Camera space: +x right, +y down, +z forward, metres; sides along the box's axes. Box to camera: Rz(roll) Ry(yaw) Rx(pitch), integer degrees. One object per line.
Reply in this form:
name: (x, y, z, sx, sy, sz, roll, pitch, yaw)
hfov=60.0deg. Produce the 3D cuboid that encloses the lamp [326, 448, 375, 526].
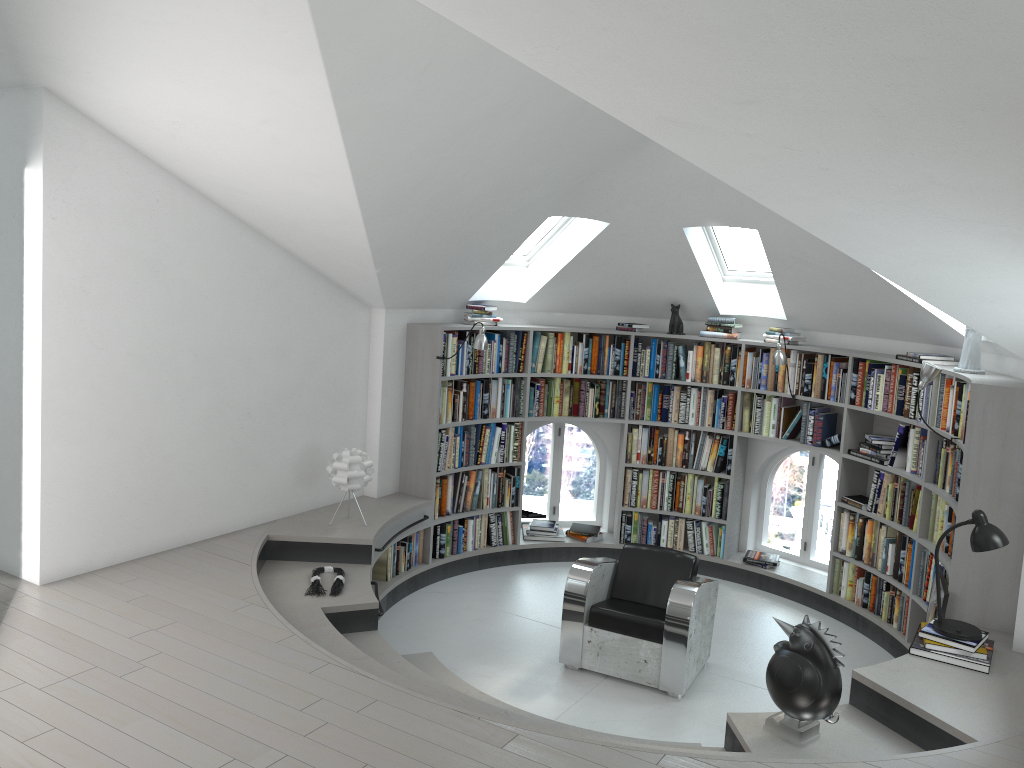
lamp: (-1.132, 0.714, 6.185, 0.306, 0.523, 0.306, 6, 7, 20)

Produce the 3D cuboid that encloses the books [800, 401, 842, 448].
books: (2.520, 0.332, 7.013, 0.224, 0.340, 0.400, -1, 8, -39)

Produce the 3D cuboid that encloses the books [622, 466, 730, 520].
books: (1.481, 0.936, 7.801, 1.032, 0.356, 0.293, 6, 7, 16)

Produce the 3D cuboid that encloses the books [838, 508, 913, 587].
books: (2.756, 1.176, 6.506, 0.272, 0.349, 0.875, 2, 7, -17)

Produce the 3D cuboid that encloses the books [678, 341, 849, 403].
books: (2.115, -0.132, 7.361, 1.569, 0.366, 0.394, 9, 9, 36)

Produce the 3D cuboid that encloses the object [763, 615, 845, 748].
object: (1.302, 1.307, 3.958, 0.320, 0.561, 0.321, 4, 6, 4)

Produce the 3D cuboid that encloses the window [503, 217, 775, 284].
window: (1.610, -1.128, 6.689, 4.062, 0.711, 1.935, 8, 8, 31)

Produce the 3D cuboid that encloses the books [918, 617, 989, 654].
books: (2.293, 1.301, 4.603, 0.270, 0.031, 0.286, 10, 10, 41)

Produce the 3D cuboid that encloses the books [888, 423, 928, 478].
books: (2.894, 0.460, 6.165, 0.255, 0.349, 0.555, 2, 7, -12)

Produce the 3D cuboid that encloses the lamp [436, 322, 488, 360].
lamp: (-0.369, -0.330, 6.785, 0.414, 0.311, 0.117, 7, 7, 28)

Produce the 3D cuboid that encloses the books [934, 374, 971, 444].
books: (2.842, 0.169, 5.392, 0.293, 0.361, 1.016, 5, 7, 13)

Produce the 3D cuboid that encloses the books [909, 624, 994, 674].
books: (2.289, 1.369, 4.610, 0.366, 0.042, 0.388, 8, 9, 31)

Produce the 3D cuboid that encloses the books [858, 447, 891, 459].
books: (2.795, 0.513, 6.633, 0.269, 0.031, 0.287, 0, 8, -24)

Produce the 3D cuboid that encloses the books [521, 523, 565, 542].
books: (0.276, 1.334, 7.974, 0.365, 0.042, 0.389, 3, 7, -2)

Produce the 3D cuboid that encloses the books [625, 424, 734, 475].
books: (1.490, 0.551, 7.765, 0.998, 0.350, 0.298, 5, 7, 15)

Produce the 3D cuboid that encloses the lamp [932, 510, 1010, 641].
lamp: (2.341, 0.965, 4.545, 0.233, 0.658, 0.323, -2, 8, -43)

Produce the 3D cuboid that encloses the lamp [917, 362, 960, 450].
lamp: (2.626, 0.134, 5.427, 0.275, 0.524, 0.112, 6, 6, 22)

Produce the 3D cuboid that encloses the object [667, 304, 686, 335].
object: (1.437, -0.560, 7.684, 0.147, 0.264, 0.202, 7, 7, 28)

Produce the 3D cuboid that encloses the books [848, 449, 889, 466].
books: (2.793, 0.546, 6.636, 0.365, 0.042, 0.389, 1, 8, -19)

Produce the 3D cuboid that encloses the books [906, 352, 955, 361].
books: (2.940, -0.194, 6.235, 0.233, 0.027, 0.248, 4, 7, 4)

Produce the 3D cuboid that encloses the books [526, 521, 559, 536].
books: (0.278, 1.300, 7.970, 0.269, 0.031, 0.286, 4, 7, 8)

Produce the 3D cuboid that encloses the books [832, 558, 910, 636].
books: (2.754, 1.576, 6.258, 0.359, 0.310, 1.502, 3, 7, -7)

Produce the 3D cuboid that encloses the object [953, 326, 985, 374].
object: (2.907, -0.304, 5.586, 0.179, 0.471, 0.179, 8, 8, 40)

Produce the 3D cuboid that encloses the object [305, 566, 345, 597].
object: (-1.147, 1.223, 5.502, 0.218, 0.082, 0.474, 3, 7, -6)

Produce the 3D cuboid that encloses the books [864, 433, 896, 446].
books: (2.801, 0.420, 6.623, 0.269, 0.031, 0.286, 5, 7, 11)

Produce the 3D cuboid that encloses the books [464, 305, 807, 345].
books: (1.009, -0.523, 7.530, 2.814, 0.173, 0.750, 4, 7, 2)

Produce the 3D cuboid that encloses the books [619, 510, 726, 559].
books: (1.441, 1.294, 7.838, 1.019, 0.305, 0.288, 6, 7, 16)

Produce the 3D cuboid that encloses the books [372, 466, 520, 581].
books: (-0.566, 1.055, 7.205, 0.391, 0.693, 1.642, 9, 9, 41)

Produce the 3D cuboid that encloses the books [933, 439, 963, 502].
books: (2.814, 0.551, 5.419, 0.279, 0.357, 1.055, 5, 7, 17)

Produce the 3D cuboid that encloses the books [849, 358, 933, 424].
books: (2.834, 0.038, 6.375, 0.306, 0.366, 0.972, 2, 7, -15)

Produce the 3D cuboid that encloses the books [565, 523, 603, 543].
books: (0.653, 1.334, 7.946, 0.318, 0.099, 0.292, 8, 9, 32)

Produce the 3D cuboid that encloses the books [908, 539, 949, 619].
books: (2.777, 1.302, 5.558, 0.304, 0.358, 1.187, 5, 7, 12)

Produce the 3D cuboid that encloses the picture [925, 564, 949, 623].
picture: (2.501, 1.575, 5.319, 0.090, 0.860, 0.579, 6, 7, 21)

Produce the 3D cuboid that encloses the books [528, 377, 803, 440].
books: (1.279, 0.178, 7.646, 2.530, 0.370, 0.592, 5, 7, 12)

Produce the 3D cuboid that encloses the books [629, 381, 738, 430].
books: (1.526, 0.171, 7.768, 1.029, 0.358, 0.301, 6, 7, 17)

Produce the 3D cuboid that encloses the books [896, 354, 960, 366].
books: (2.938, -0.166, 6.238, 0.316, 0.036, 0.337, 3, 7, -6)

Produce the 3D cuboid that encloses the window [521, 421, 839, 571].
window: (1.484, 0.917, 7.897, 3.233, 1.147, 0.618, 6, 6, 17)

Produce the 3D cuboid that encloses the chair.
chair: (0.851, 1.489, 5.819, 0.824, 0.717, 0.742, 7, 7, 26)

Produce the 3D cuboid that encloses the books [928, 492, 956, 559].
books: (2.796, 0.933, 5.450, 0.276, 0.347, 1.023, 5, 7, 16)

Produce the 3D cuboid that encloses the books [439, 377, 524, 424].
books: (-0.332, 0.114, 7.346, 1.089, 0.347, 0.304, -3, 9, -43)

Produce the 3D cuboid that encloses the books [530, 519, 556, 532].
books: (0.280, 1.269, 7.967, 0.213, 0.036, 0.227, 4, 7, 8)

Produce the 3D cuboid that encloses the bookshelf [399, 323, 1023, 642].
bookshelf: (1.502, 0.627, 6.863, 4.340, 1.875, 2.112, 8, 8, 31)

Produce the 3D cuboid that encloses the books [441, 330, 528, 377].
books: (-0.313, -0.267, 7.286, 1.033, 0.360, 0.301, -3, 9, -42)

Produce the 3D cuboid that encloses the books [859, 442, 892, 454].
books: (2.797, 0.482, 6.630, 0.269, 0.031, 0.287, 2, 7, -9)

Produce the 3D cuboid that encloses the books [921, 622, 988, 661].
books: (2.291, 1.333, 4.606, 0.286, 0.034, 0.305, 6, 8, 21)

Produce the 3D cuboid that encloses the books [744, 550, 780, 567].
books: (2.124, 1.479, 7.533, 0.269, 0.029, 0.253, 6, 8, 21)

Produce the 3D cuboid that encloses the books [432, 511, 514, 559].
books: (-0.369, 1.225, 7.475, 0.918, 0.319, 0.283, -3, 9, -40)

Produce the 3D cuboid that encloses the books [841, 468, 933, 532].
books: (2.792, 0.809, 6.383, 0.251, 0.351, 0.977, 2, 7, -16)

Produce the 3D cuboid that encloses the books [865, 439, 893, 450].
books: (2.799, 0.451, 6.626, 0.213, 0.036, 0.227, 2, 7, -9)

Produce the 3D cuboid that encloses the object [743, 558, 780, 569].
object: (2.122, 1.509, 7.536, 0.213, 0.036, 0.227, -3, 10, -42)

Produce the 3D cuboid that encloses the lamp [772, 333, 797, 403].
lamp: (2.163, -0.120, 7.017, 0.113, 0.565, 0.358, 8, 8, 38)

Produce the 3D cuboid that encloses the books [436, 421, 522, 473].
books: (-0.346, 0.494, 7.335, 1.020, 0.358, 0.261, -3, 9, -42)

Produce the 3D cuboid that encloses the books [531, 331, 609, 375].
books: (0.465, -0.281, 7.732, 0.792, 0.372, 0.270, 2, 7, -15)

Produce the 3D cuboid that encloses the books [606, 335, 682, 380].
books: (1.142, -0.238, 7.805, 0.682, 0.345, 0.265, 4, 6, 8)

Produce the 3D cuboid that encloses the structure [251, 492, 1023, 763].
structure: (0.736, 1.495, 5.765, 4.708, 0.691, 4.726, 2, 8, -14)
